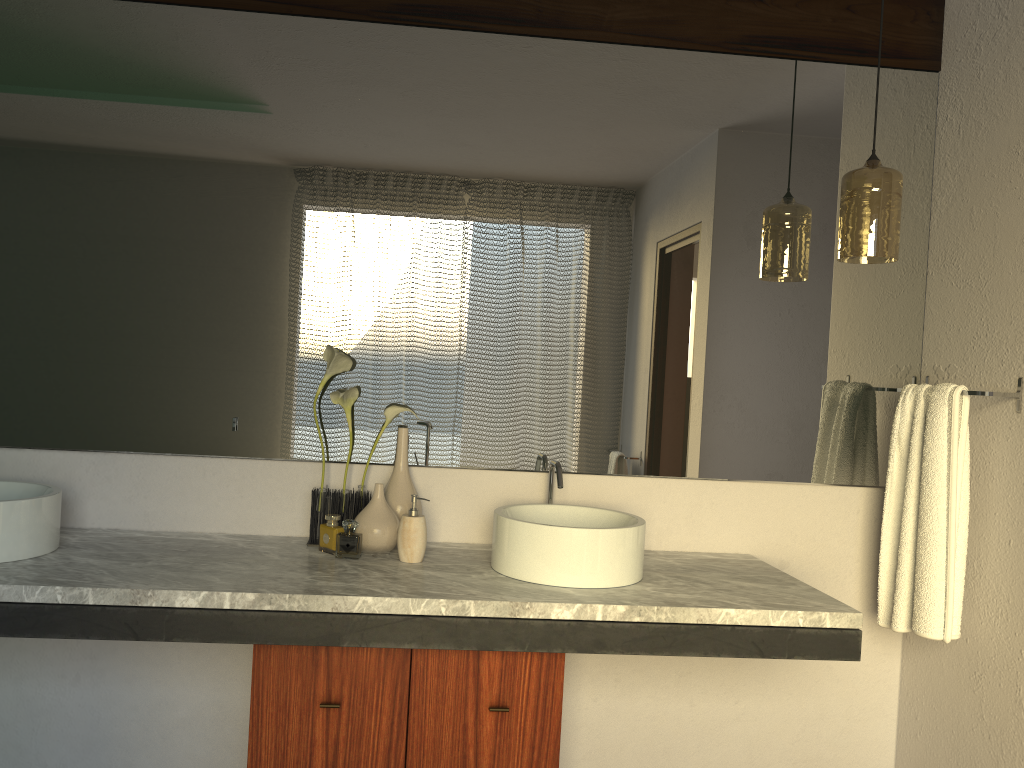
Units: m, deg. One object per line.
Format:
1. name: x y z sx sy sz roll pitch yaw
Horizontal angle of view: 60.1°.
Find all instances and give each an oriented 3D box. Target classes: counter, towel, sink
1. counter: -0.430 0.461 2.036 2.249 0.101 0.590 3 1 -5
2. towel: 1.033 0.316 2.217 0.163 0.636 0.255 3 1 11
3. sink: -1.206 0.303 1.981 0.356 0.131 0.358 3 1 -4
4. sink: 0.132 0.376 2.097 0.350 0.131 0.365 3 1 -29

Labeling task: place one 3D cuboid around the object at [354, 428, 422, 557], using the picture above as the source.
1. object: -0.305 0.265 2.211 0.122 0.305 0.236 3 1 19

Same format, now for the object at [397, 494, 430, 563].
1. object: -0.236 0.342 2.104 0.069 0.158 0.072 3 1 -23

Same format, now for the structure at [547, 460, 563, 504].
1. structure: 0.085 0.316 2.257 0.066 0.242 0.165 3 1 -4

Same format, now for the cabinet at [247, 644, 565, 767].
1. cabinet: -0.257 0.817 2.095 0.656 0.599 0.514 3 1 -6

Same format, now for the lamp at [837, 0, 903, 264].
1. lamp: 0.898 -0.737 2.173 0.142 0.867 0.135 4 1 36

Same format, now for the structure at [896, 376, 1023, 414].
1. structure: 1.109 0.021 2.228 0.102 0.088 0.371 3 1 -8

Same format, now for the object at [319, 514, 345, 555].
1. object: -0.437 0.364 2.148 0.067 0.092 0.038 4 1 44

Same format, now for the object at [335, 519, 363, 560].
1. object: -0.385 0.366 2.093 0.057 0.090 0.038 3 1 4

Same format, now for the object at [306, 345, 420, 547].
1. object: -0.382 0.160 2.235 0.238 0.504 0.192 3 1 -28

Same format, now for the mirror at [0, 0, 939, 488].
1. mirror: -0.878 -0.393 2.273 4.061 1.152 0.017 3 1 -5
